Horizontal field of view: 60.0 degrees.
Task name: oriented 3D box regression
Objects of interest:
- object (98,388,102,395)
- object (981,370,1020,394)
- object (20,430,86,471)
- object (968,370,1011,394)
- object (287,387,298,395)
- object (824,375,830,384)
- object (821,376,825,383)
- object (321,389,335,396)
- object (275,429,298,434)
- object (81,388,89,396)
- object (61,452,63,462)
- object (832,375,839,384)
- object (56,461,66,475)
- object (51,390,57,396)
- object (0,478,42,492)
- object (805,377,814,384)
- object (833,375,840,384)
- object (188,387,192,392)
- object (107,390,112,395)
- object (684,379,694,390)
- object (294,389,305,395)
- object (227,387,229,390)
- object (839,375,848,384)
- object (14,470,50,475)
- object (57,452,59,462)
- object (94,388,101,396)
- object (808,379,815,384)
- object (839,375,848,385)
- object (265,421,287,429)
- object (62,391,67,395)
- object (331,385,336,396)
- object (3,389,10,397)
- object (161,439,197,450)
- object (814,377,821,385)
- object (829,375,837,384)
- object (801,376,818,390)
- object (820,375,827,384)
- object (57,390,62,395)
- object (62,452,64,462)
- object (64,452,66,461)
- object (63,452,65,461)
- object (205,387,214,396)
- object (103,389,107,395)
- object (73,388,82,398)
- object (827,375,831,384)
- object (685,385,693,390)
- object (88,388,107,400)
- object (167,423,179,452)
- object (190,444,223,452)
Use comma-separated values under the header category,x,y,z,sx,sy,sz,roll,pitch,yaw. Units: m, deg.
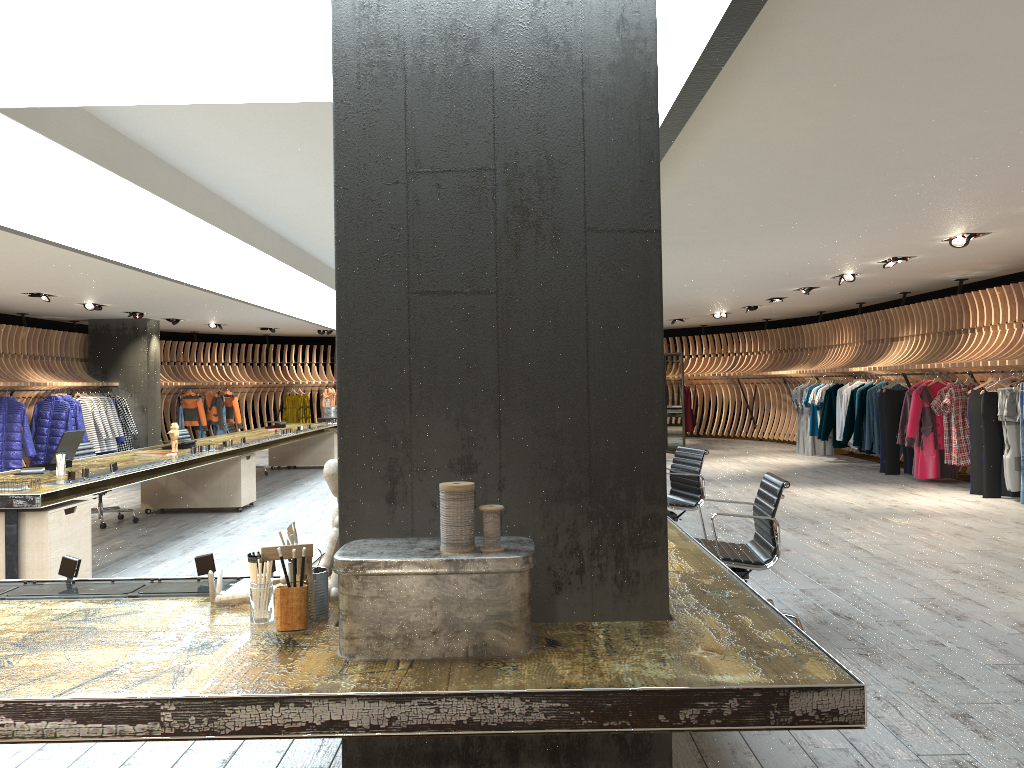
category,x,y,z,sx,sy,sz,roll,pitch,yaw
object,-7.637,0.216,16.401,0.525,0.270,0.012,-1,-1,0
object,5.582,-0.023,10.069,0.525,0.270,0.012,-1,-1,0
object,-3.794,0.548,7.343,0.365,0.316,0.373,-1,0,0
object,5.573,-0.022,10.282,0.525,0.270,0.012,-1,-1,40
object,-5.481,0.186,22.183,0.525,0.270,0.012,-1,-1,30
object,5.579,-0.017,15.609,0.525,0.270,0.012,-1,-1,5
object,5.589,-0.017,15.850,0.525,0.270,0.012,-1,-1,25
object,-4.731,0.170,22.785,0.525,0.270,0.012,-1,-1,35
object,-3.151,0.667,12.387,0.302,0.071,0.209,-1,0,-5
object,-7.579,0.234,15.760,0.518,0.313,0.012,-1,-1,0
object,-3.454,0.605,6.791,0.030,0.170,0.007,-1,-1,20
object,5.577,-0.021,15.304,0.525,0.270,0.012,-1,-1,-15
object,-3.463,0.650,6.809,0.061,0.111,0.061,-2,-1,34
object,-7.624,0.228,14.742,0.523,0.292,0.012,-1,-1,0
object,-3.260,0.666,5.795,0.302,0.074,0.217,-1,0,-5
object,5.574,-0.018,16.611,0.525,0.270,0.012,-1,-1,15
object,5.562,-0.010,15.131,0.524,0.284,0.014,-1,-1,10
object,-7.168,0.211,19.749,0.525,0.270,0.012,-1,-1,15
object,-7.584,0.244,16.748,0.518,0.313,0.012,-1,-1,0
object,4.174,0.013,21.373,0.525,0.270,0.012,-1,-1,-25
object,-5.349,0.184,22.310,0.525,0.270,0.012,-1,-1,30
object,-6.656,0.203,20.762,0.525,0.270,0.012,-1,-1,30
object,5.582,-0.016,14.946,0.525,0.270,0.012,-1,-1,0
object,-3.779,0.696,6.982,0.213,0.019,0.219,-1,0,-15
object,-3.473,0.605,6.789,0.007,0.170,0.030,-1,-1,-16
object,-7.578,0.234,16.201,0.518,0.313,0.012,-1,-1,0
object,5.566,-0.018,16.467,0.525,0.270,0.012,-1,-1,-10
object,5.595,-0.016,14.864,0.525,0.270,0.012,-1,-1,0
object,-3.794,0.655,14.243,0.261,0.111,0.373,-1,0,0
object,-7.607,0.215,15.061,0.525,0.270,0.012,-1,-1,0
object,-4.632,0.168,22.852,0.012,0.270,0.525,0,-1,-30
object,-7.610,0.213,13.349,0.525,0.270,0.012,-1,-1,0
object,-3.631,0.661,9.675,0.262,0.088,0.373,-1,0,0
object,5.592,-0.019,16.156,0.525,0.270,0.012,-1,-1,-15
object,5.592,-0.010,15.417,0.524,0.285,0.013,-1,-1,-5
object,5.573,-0.018,16.330,0.525,0.270,0.012,-1,-1,15
object,5.551,-0.010,15.716,0.523,0.289,0.015,-1,-1,10
object,-7.591,0.223,14.882,0.523,0.291,0.012,-1,-1,0
object,-3.447,0.605,6.798,0.030,0.170,0.007,-1,-1,-6
object,-3.446,0.605,6.817,0.007,0.170,0.030,-2,-1,30
object,-3.444,0.605,6.807,0.030,0.170,0.007,0,-1,-33
object,-6.915,0.210,20.285,0.525,0.270,0.012,-1,-1,20
object,-7.581,0.245,16.560,0.516,0.316,0.012,-1,-1,0
object,-7.579,0.234,15.525,0.518,0.313,0.012,-1,-1,0
object,5.602,-0.012,15.522,0.523,0.291,0.013,-1,-1,-5
object,4.117,0.014,21.457,0.525,0.270,0.012,-1,-1,0
object,-7.579,0.234,16.023,0.518,0.313,0.012,-1,-1,0
object,-3.487,0.552,9.139,0.097,0.301,0.320,-1,-1,-16
object,-3.157,0.666,9.168,0.302,0.074,0.217,-1,0,-5
